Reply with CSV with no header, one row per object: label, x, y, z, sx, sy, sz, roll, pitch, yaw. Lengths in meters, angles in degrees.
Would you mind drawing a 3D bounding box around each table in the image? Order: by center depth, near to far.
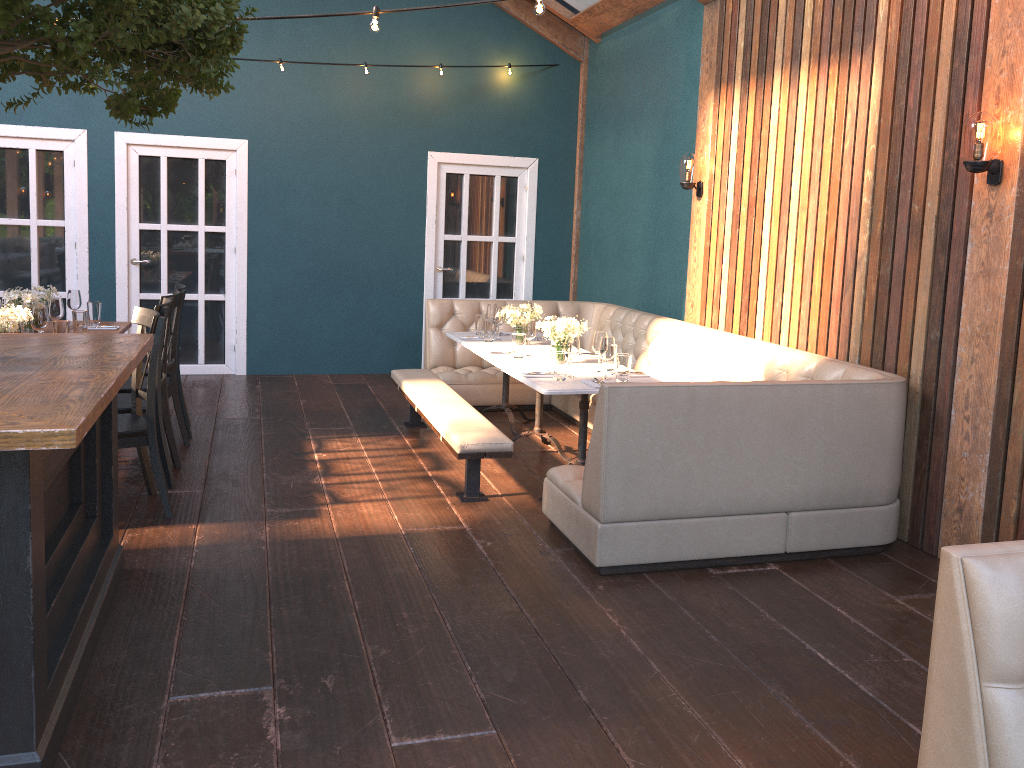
table,-2.843,0.141,5.066,0.950,0.724,2.453,0,10,-16
table,0.415,0.285,5.168,0.798,0.667,0.806,0,9,-17
table,0.185,0.136,5.945,0.798,0.667,0.806,0,9,-16
table,-0.044,-0.013,6.722,0.798,0.667,0.806,0,9,-17

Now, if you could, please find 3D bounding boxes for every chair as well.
chair,-2.016,0.145,4.417,0.540,1.012,0.481,-2,9,-33
chair,-2.159,0.040,4.972,0.539,1.012,0.481,0,7,-17
chair,-2.317,-0.063,5.506,0.539,1.012,0.481,1,7,-12
chair,-2.474,-0.164,6.039,0.539,1.012,0.481,-1,8,-22

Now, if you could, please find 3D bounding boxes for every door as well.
door,-3.710,-1.173,8.041,8.171,2.193,0.175,-1,7,-17

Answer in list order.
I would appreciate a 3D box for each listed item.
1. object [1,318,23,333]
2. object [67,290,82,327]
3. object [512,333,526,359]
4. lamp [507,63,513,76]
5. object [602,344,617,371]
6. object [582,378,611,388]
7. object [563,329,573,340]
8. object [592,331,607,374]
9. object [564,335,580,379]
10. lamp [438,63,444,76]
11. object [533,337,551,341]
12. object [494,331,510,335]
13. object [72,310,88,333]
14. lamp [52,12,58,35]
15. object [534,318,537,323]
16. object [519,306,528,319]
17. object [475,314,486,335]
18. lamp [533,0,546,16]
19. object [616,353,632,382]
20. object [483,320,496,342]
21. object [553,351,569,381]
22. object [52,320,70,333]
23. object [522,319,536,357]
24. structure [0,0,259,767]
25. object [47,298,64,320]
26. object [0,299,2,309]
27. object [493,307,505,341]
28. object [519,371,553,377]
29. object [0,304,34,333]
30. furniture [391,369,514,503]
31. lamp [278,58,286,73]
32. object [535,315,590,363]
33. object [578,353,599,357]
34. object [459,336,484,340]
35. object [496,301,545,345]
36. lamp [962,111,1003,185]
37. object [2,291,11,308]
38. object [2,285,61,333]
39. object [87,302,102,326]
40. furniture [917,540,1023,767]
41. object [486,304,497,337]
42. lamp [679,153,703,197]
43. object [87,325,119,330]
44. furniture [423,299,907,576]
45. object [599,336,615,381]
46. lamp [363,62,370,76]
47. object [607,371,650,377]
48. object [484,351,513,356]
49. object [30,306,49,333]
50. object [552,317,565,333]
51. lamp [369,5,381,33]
object,-2.422,-0.193,4.288,0.092,0.242,0.092,7,8,31
object,-2.930,-0.507,5.923,0.092,0.242,0.093,6,8,25
object,0.044,-0.245,5.704,0.092,0.157,0.092,-2,9,-30
lamp,-0.018,-3.090,8.693,0.056,0.120,0.057,-3,9,-34
object,0.586,-0.159,5.346,0.092,0.157,0.092,-2,9,-30
object,0.481,-0.009,4.876,0.157,0.019,0.257,-1,11,-16
object,0.375,-0.296,6.061,0.092,0.157,0.092,-2,9,-30
object,0.521,-0.188,5.254,0.092,0.242,0.092,7,8,31
object,0.338,-0.155,5.028,0.092,0.242,0.092,7,8,31
lamp,-0.663,-2.949,8.307,0.056,0.119,0.057,3,7,5
object,0.238,-0.344,6.693,0.255,0.019,0.159,-1,11,-16
object,-0.107,-0.400,6.928,0.157,0.019,0.257,-1,11,-16
object,-2.669,-0.372,5.471,0.092,0.157,0.092,4,7,10
lamp,-2.159,-1.681,4.153,0.056,0.120,0.057,3,7,3
object,0.149,-0.441,6.823,0.092,0.157,0.092,-2,9,-30
object,0.085,-0.471,6.732,0.092,0.242,0.093,6,8,25
object,-0.243,-0.458,6.828,0.092,0.157,0.092,-2,9,-30
lamp,0.127,-1.747,4.046,0.056,0.120,0.056,-3,9,-39
object,0.623,-0.088,4.960,0.092,0.157,0.092,-2,9,-30
object,-0.166,-0.386,6.442,0.092,0.157,0.092,-2,9,-30
object,0.271,-0.100,4.946,0.092,0.157,0.092,-2,9,-30
object,-2.529,-0.276,4.968,0.092,0.157,0.092,5,8,20
object,0.111,-0.300,5.786,0.092,0.242,0.092,7,8,31
structure,-2.095,-0.881,2.603,2.714,3.668,2.876,1,8,-8
object,-2.758,-0.397,5.350,0.092,0.242,0.093,6,8,25
object,-3.011,-0.371,5.147,0.092,0.242,0.093,6,8,25
object,-0.099,-0.441,6.524,0.092,0.242,0.093,6,8,25
object,0.176,-0.060,5.091,0.255,0.019,0.159,-1,11,-16
object,-2.649,-0.283,4.557,0.329,0.307,0.339,2,8,-2
furniture,-0.467,0.276,5.780,0.313,0.395,2.350,0,10,-16
lamp,-1.959,-2.715,7.542,0.060,0.118,0.057,6,8,25
object,0.307,-0.287,5.574,0.337,0.307,0.331,6,9,25
object,0.464,-0.198,5.931,0.255,0.019,0.159,-1,11,-16
object,-0.261,-0.346,6.588,0.255,0.019,0.159,-1,11,-16
object,0.059,-0.438,6.363,0.330,0.307,0.337,9,11,38
lamp,2.096,-1.052,3.946,0.178,0.318,0.147,0,7,-17
object,-3.220,-0.475,5.679,0.092,0.242,0.093,6,8,25
object,-3.004,-0.470,5.522,0.329,0.307,0.339,0,9,-18
object,-2.844,-0.478,6.024,0.092,0.157,0.092,4,7,10
furniture,2.315,1.142,0.284,1.709,0.852,4.196,0,10,-16
object,-0.154,-0.485,6.758,0.092,0.242,0.093,6,8,25
lamp,1.323,-1.552,6.564,0.178,0.318,0.147,0,7,-17
object,-2.752,-0.378,5.881,0.255,0.019,0.159,-1,11,-16
furniture,0.617,0.042,6.037,1.709,0.852,4.196,0,10,-16
object,0.538,-0.146,5.021,0.092,0.242,0.092,7,8,31
lamp,-1.303,-2.824,7.926,0.056,0.118,0.061,0,7,-16
object,0.675,-0.062,5.216,0.255,0.019,0.159,-1,11,-16
object,-0.051,-0.205,5.849,0.255,0.019,0.159,-1,11,-16
object,-2.590,-0.302,4.856,0.092,0.242,0.092,7,8,31
object,0.310,-0.325,5.969,0.092,0.242,0.092,7,8,31
lamp,-0.635,-1.692,4.105,0.056,0.120,0.056,-4,9,-40
